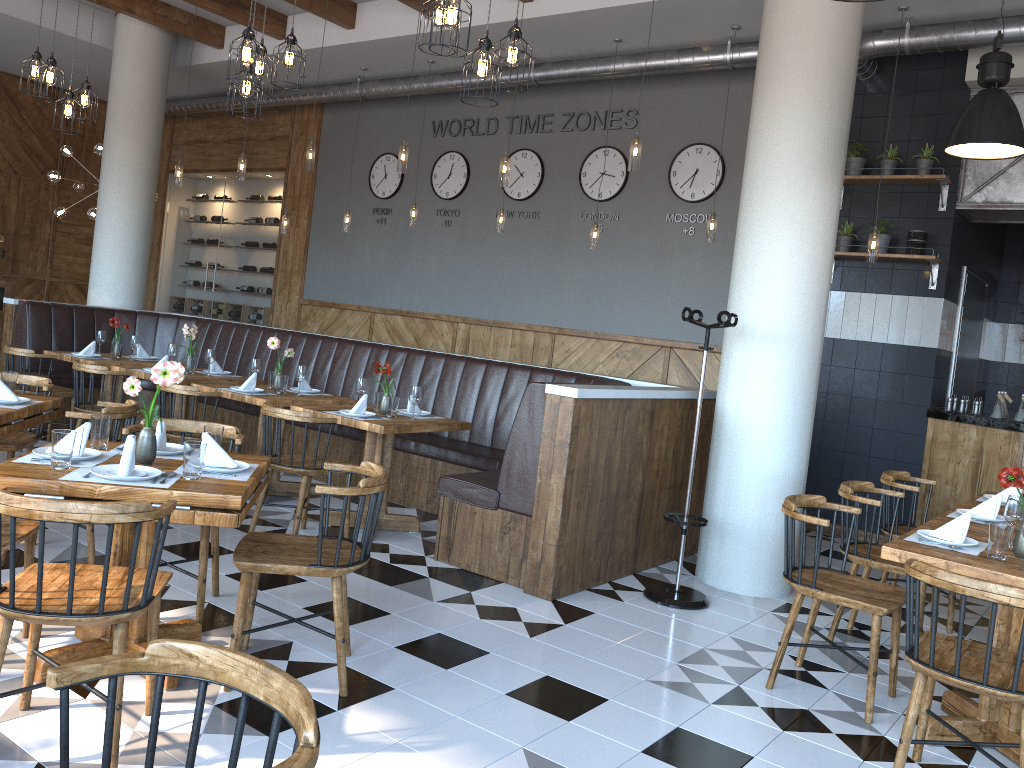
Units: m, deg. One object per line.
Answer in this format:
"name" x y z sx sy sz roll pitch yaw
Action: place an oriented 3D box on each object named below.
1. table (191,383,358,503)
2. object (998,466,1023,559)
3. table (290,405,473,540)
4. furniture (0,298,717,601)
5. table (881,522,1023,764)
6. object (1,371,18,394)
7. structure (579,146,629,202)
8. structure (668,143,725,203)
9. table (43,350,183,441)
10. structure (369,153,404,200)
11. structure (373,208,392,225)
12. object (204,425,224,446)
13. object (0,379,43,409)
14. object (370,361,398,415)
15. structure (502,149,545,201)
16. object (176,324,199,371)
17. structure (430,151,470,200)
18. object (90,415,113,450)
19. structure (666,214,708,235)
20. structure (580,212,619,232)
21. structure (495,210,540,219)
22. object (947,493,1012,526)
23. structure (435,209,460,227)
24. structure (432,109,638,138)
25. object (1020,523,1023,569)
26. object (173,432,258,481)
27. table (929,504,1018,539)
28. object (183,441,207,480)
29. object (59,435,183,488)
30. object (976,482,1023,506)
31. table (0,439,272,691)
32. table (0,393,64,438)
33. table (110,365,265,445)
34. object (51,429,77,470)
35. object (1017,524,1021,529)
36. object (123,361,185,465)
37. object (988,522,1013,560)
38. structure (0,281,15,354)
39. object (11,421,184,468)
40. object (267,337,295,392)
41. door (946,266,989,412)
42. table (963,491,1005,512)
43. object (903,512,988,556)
"table" -1.779 0.434 6.514 0.852 0.763 0.849 9 3 36
"object" 2.046 0.506 3.557 0.166 0.355 0.295 8 3 41
"table" -0.896 0.579 5.863 0.852 0.763 0.849 9 3 36
"furniture" -1.787 0.179 7.417 6.606 1.149 1.915 9 4 36
"table" 1.971 1.063 3.514 0.852 0.763 0.849 9 3 36
"object" -2.655 0.003 4.673 0.080 0.132 0.080 8 3 41
"structure" 0.926 -2.121 8.949 0.562 0.560 0.046 8 2 36
"structure" 1.736 -1.988 8.351 0.562 0.560 0.046 8 2 36
"table" -3.534 0.147 7.810 0.852 0.763 0.849 9 3 36
"structure" -1.527 -2.523 10.759 0.562 0.560 0.046 8 2 36
"structure" -1.585 -2.041 10.787 0.306 0.197 0.021 9 2 36
"object" -1.222 0.238 3.615 0.080 0.132 0.080 7 2 1
"object" -2.559 0.025 4.467 0.272 0.137 0.353 6 3 -9
"object" -0.849 0.024 5.812 0.156 0.355 0.171 8 2 39
"structure" 0.108 -2.255 9.552 0.562 0.560 0.046 8 2 36
"object" -2.609 -0.288 7.138 0.207 0.400 0.146 8 2 44
"structure" -0.710 -2.389 10.156 0.562 0.560 0.046 8 2 36
"object" -1.643 0.195 3.537 0.080 0.132 0.080 7 2 1
"structure" 1.683 -1.506 8.375 0.499 0.199 0.021 9 3 36
"structure" 0.879 -1.637 8.969 0.444 0.199 0.021 9 3 36
"structure" 0.060 -1.832 9.577 0.584 0.079 0.021 9 3 36
"object" 2.327 0.595 4.365 0.272 0.137 0.351 9 4 36
"structure" -0.748 -1.904 10.170 0.370 0.199 0.021 9 2 36
"structure" 0.151 -2.801 9.562 2.736 0.199 0.033 9 3 36
"object" 1.935 0.581 3.287 0.081 0.215 0.081 7 2 0
"object" -1.126 0.260 3.405 0.272 0.137 0.353 6 3 -9
"table" 2.473 1.076 4.202 0.852 0.763 0.849 9 3 36
"object" -1.144 0.275 3.182 0.080 0.132 0.080 7 2 11
"object" -1.347 0.255 3.098 0.351 0.137 0.272 6 3 -9
"object" 2.829 0.608 5.053 0.272 0.137 0.351 9 4 36
"table" -1.439 0.680 3.369 0.863 0.763 0.866 6 3 -9
"table" -2.879 0.444 4.432 0.863 0.763 0.866 6 3 -9
"table" -2.651 0.291 7.158 0.852 0.763 0.849 9 3 36
"object" -1.577 0.230 3.107 0.080 0.132 0.080 7 2 11
"object" 2.402 0.621 4.136 0.080 0.132 0.080 6 2 -24
"object" -1.358 0.106 3.332 0.206 0.400 0.147 5 2 -34
"object" 1.878 0.608 3.419 0.080 0.132 0.080 6 2 -24
"structure" -5.567 -0.442 9.095 1.048 1.299 0.644 8 2 36
"object" -1.520 0.212 3.452 0.577 0.137 0.583 6 4 -9
"object" -1.714 -0.144 6.511 0.147 0.400 0.206 8 2 38
"door" 4.115 0.188 8.093 0.114 2.391 1.205 8 2 36
"table" 2.976 1.089 4.891 0.852 0.763 0.849 9 3 36
"object" 1.803 0.582 3.647 0.272 0.137 0.351 9 4 36
